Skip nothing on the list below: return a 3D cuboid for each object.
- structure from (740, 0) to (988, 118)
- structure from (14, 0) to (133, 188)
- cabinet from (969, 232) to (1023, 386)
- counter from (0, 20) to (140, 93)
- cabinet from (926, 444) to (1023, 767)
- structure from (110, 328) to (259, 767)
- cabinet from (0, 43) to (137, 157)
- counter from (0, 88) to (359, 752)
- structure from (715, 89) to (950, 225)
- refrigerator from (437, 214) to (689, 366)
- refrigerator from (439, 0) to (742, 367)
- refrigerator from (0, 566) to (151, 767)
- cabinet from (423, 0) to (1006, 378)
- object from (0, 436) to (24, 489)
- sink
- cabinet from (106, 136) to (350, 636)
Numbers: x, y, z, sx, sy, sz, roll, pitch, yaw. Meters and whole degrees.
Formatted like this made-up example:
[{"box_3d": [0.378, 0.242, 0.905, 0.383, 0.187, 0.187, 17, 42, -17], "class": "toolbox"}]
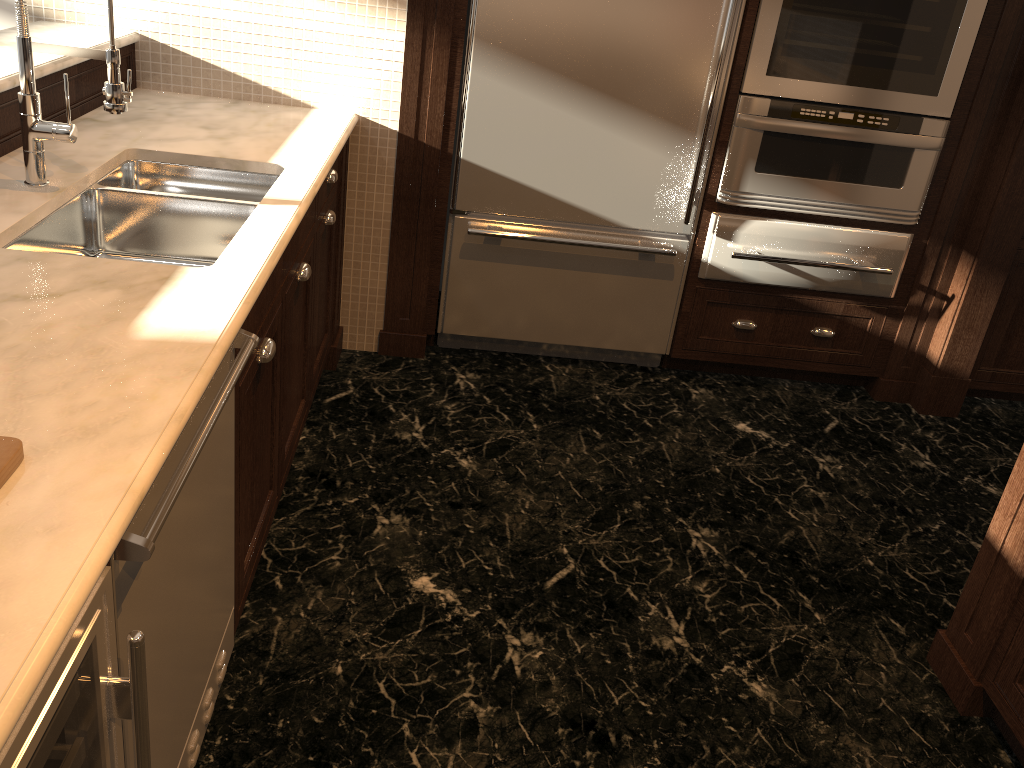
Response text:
[{"box_3d": [1.203, -1.404, 3.178, 0.757, 0.678, 0.636, 5, 26, -5], "class": "structure"}, {"box_3d": [-0.935, -0.670, 1.881, 0.243, 0.512, 0.053, 5, 24, -6], "class": "structure"}, {"box_3d": [2.730, -0.263, 3.460, 1.788, 0.722, 0.059, 5, 24, -5], "class": "cabinet"}, {"box_3d": [-1.331, -0.464, 1.587, 0.327, 0.031, 2.961, 5, 28, -5], "class": "counter"}, {"box_3d": [0.651, 1.086, 0.488, 2.312, 0.852, 3.493, 5, 27, -5], "class": "cabinet"}, {"box_3d": [-0.806, 0.382, 1.480, 0.615, 0.816, 0.621, 6, 25, -5], "class": "structure"}, {"box_3d": [-1.342, -0.389, 1.633, 0.292, 0.148, 2.942, 5, 28, -5], "class": "cabinet"}, {"box_3d": [-0.994, -0.274, 1.697, 1.052, 0.031, 2.975, 5, 28, -5], "class": "counter"}, {"box_3d": [1.132, -0.941, 3.438, 0.761, 0.376, 0.690, 5, 27, -5], "class": "structure"}, {"box_3d": [0.188, -0.327, 3.362, 0.901, 0.553, 0.152, 5, 24, -5], "class": "refrigerator"}, {"box_3d": [0.274, -1.130, 3.309, 0.889, 2.050, 0.712, 6, 24, -5], "class": "refrigerator"}, {"box_3d": [-0.738, 0.645, 0.971, 0.571, 0.839, 0.396, 6, 25, -5], "class": "refrigerator"}, {"box_3d": [0.713, -1.307, 3.243, 1.841, 2.340, 0.784, 6, 24, -5], "class": "cabinet"}, {"box_3d": [-0.769, 0.191, 0.812, 0.384, 0.021, 0.692, 5, 28, -5], "class": "object"}, {"box_3d": [-0.808, -0.300, 2.051, 0.457, 0.205, 0.829, 5, 27, -5], "class": "sink"}, {"box_3d": [-1.045, 0.114, 1.867, 1.024, 0.882, 2.953, 5, 27, -5], "class": "cabinet"}]
